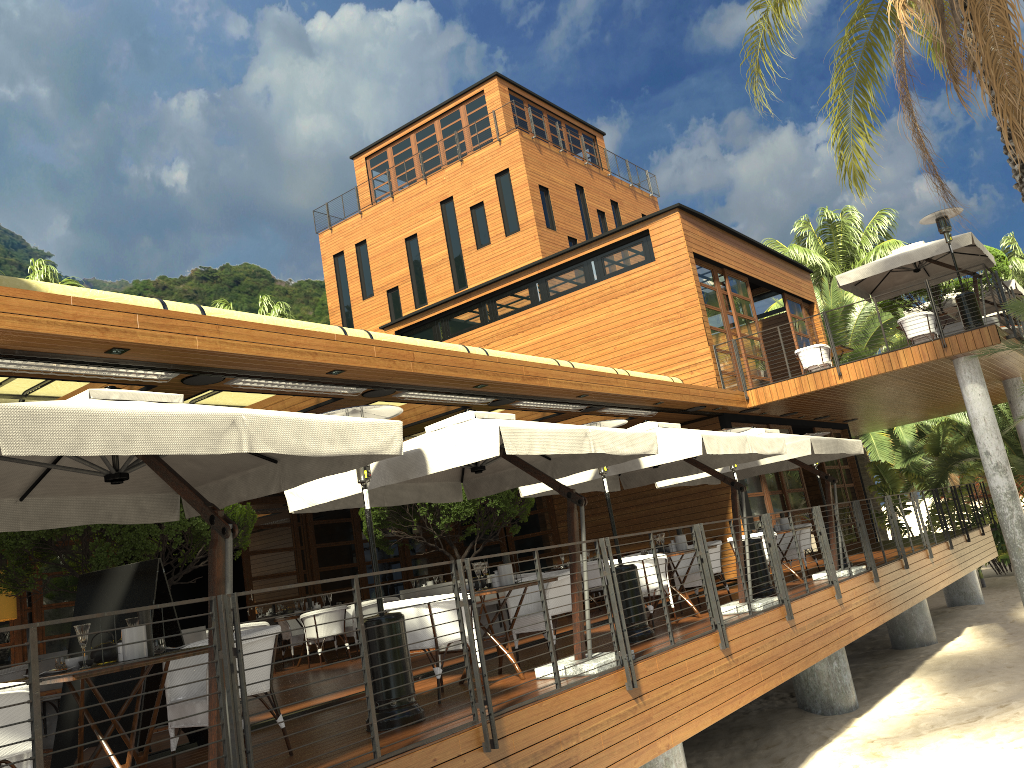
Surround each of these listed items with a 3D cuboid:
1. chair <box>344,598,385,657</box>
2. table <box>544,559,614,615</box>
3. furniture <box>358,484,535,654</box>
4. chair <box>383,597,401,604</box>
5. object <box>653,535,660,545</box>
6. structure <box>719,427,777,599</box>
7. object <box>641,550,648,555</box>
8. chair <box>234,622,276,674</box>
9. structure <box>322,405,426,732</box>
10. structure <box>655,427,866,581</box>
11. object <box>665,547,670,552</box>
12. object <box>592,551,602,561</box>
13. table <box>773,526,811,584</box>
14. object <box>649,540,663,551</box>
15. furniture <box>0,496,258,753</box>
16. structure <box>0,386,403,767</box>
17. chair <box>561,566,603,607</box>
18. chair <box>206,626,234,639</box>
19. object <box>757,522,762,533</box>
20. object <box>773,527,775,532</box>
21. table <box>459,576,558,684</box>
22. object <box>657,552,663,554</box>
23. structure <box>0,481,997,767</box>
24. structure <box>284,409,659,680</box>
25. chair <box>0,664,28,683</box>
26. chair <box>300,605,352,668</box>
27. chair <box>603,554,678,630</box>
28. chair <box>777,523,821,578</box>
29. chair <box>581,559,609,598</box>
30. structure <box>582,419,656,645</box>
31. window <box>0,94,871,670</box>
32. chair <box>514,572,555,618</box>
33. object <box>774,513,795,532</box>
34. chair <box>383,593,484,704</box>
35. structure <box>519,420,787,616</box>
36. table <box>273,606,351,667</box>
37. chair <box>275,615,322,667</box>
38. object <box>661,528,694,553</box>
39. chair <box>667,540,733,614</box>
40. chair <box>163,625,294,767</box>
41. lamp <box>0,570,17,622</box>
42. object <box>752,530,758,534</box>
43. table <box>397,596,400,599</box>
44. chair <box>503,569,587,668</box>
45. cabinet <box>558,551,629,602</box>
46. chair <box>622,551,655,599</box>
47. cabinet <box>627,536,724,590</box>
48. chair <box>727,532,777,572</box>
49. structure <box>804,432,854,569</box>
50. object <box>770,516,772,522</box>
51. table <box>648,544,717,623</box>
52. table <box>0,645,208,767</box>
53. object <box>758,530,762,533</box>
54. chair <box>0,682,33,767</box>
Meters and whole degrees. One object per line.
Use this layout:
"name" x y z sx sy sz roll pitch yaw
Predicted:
"chair" -2.264 3.783 13.804 0.617 0.791 0.625 -2 -15 -33
"table" 1.166 3.347 14.512 1.162 0.752 1.165 -20 -15 39
"furniture" -0.880 2.436 13.229 2.611 2.733 2.689 -16 -13 25
"chair" -2.226 4.190 15.784 0.617 0.791 0.625 -8 -12 -9
"object" 1.767 1.932 10.687 0.082 0.228 0.082 -19 -15 35
"structure" 3.008 1.652 11.552 0.698 2.201 0.698 -15 -14 22
"object" 1.538 1.968 10.303 0.086 0.086 0.086 -20 -16 39
"chair" -3.843 3.872 12.901 0.617 0.791 0.625 -2 -15 -33
"structure" -0.966 1.237 6.220 0.698 2.201 0.698 -15 -14 22
"structure" 3.824 1.776 13.150 2.407 2.342 2.411 -18 -15 34
"object" 1.885 1.968 10.541 0.115 0.065 0.116 -18 -14 33
"object" 1.379 2.804 14.400 0.163 0.179 0.167 -9 -12 -6
"table" 3.883 2.555 13.005 0.929 0.752 0.930 -18 -15 34
"object" 1.698 1.925 10.465 0.162 0.179 0.167 -19 -15 36
"furniture" -4.023 2.131 9.124 2.569 2.733 2.708 -10 -12 0
"structure" -2.212 1.145 5.051 2.407 2.342 2.411 -18 -15 34
"chair" 1.213 3.483 15.294 0.627 0.791 0.614 -8 -12 -9
"chair" -3.945 3.636 11.686 0.625 0.791 0.616 -20 -16 40
"object" 3.732 2.138 13.195 0.162 0.179 0.167 -19 -15 36
"object" 3.919 2.181 13.270 0.116 0.065 0.115 -13 -12 16
"table" -0.157 2.132 7.584 0.929 0.752 0.930 -18 -15 34
"object" 1.584 1.948 10.095 0.294 0.025 0.170 -18 -14 34
"structure" 3.390 2.066 10.449 0.163 1.158 26.238 -19 -14 34
"structure" -0.200 1.355 7.751 2.407 2.342 2.411 -18 -15 34
"chair" -5.213 3.338 9.191 0.617 0.791 0.624 -5 -13 -23
"chair" -2.640 3.619 12.701 0.627 0.791 0.614 -2 -15 -33
"chair" 1.400 2.288 9.729 0.625 0.791 0.616 -19 -15 35
"chair" 4.380 2.591 13.688 0.625 0.791 0.616 -19 -15 35
"chair" 1.282 3.133 13.675 0.627 0.791 0.614 -8 -12 -9
"structure" 1.018 1.444 8.882 0.698 2.201 0.698 -15 -14 22
"window" -0.740 -3.936 20.915 14.476 18.034 38.300 -13 -12 12
"chair" 0.298 3.450 14.364 0.617 0.791 0.625 -8 -12 -9
"object" 3.960 2.021 13.034 0.263 0.265 0.262 -8 -12 -10
"chair" -0.636 2.075 6.998 0.625 0.791 0.616 -19 -15 35
"structure" 1.812 1.566 10.450 2.407 2.342 2.411 -18 -15 34
"table" -2.976 3.848 13.423 1.164 0.752 1.162 -13 -12 15
"chair" -3.396 4.047 14.112 0.627 0.791 0.614 -2 -15 -33
"object" 1.926 1.808 10.304 0.263 0.265 0.262 -8 -12 -10
"chair" 2.344 2.378 10.957 0.625 0.791 0.616 -19 -15 35
"chair" -1.734 1.951 5.483 0.625 0.791 0.616 -19 -15 35
"lamp" -6.720 3.420 11.079 0.972 2.018 0.970 -13 -13 15
"object" 3.572 2.180 13.032 0.086 0.086 0.086 -18 -15 34
"table" -1.451 4.109 15.957 1.162 0.752 1.165 -19 -15 37
"chair" 0.344 2.169 8.273 0.625 0.791 0.616 -19 -15 35
"cabinet" 1.720 3.747 17.083 1.606 0.841 0.556 -18 -15 34
"chair" 2.088 3.171 14.535 0.617 0.791 0.625 -8 -12 -9
"cabinet" 2.995 3.333 16.176 1.606 0.841 0.556 -18 -15 34
"chair" 3.435 2.501 12.461 0.625 0.791 0.616 -19 -15 35
"structure" 5.002 1.861 14.228 0.698 2.201 0.698 -15 -14 22
"object" 3.760 2.038 12.873 0.082 0.228 0.082 -19 -15 35
"table" 1.861 2.343 10.291 0.929 0.752 0.930 -18 -15 34
"table" -2.174 1.921 4.877 0.929 0.752 0.930 -18 -15 34
"object" 3.671 2.164 12.981 0.116 0.065 0.115 -13 -12 16
"chair" -2.679 1.861 4.255 0.625 0.791 0.616 -19 -15 35
